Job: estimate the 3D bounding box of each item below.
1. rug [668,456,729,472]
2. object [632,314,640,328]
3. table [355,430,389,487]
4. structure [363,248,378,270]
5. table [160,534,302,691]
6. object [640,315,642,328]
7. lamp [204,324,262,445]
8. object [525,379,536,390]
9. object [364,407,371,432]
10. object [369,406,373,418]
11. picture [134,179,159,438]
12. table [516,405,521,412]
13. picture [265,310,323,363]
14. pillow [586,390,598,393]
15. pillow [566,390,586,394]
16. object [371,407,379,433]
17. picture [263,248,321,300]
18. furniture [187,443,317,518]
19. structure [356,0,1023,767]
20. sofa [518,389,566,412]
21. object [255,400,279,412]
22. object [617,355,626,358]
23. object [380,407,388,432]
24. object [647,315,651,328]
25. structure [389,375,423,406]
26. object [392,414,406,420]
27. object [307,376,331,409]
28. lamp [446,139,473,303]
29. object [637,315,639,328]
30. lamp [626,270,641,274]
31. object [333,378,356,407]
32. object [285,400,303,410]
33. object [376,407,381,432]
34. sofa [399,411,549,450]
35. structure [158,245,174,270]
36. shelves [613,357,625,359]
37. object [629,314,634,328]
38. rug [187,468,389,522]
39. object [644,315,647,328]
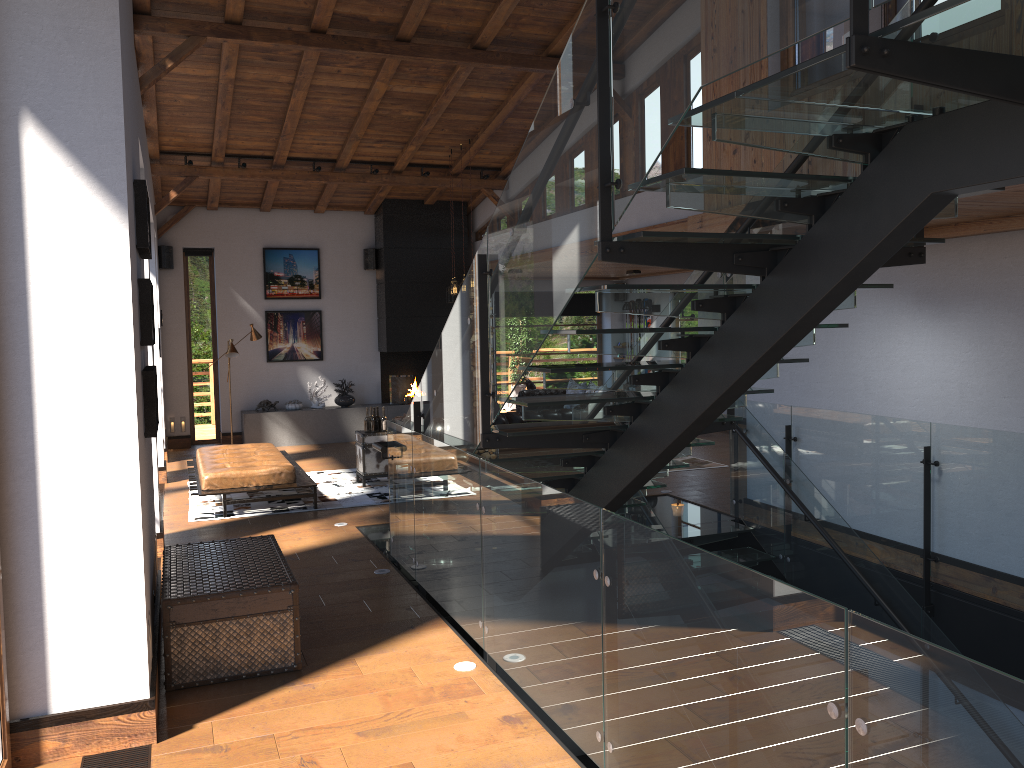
[{"bbox_3d":[0.852,0.933,12.361,2.452,0.053,4.014,-3,4,-20],"label":"rug"},{"bbox_3d":[2.358,-0.806,16.831,0.257,1.621,0.103,-3,3,-25],"label":"object"},{"bbox_3d":[-1.566,0.847,10.219,0.409,0.609,0.414,-2,4,-21],"label":"table"},{"bbox_3d":[-2.317,-2.041,14.522,0.215,0.349,0.212,-2,4,-21],"label":"structure"},{"bbox_3d":[-1.646,1.260,5.116,0.690,0.469,1.245,-3,4,-21],"label":"table"},{"bbox_3d":[2.404,-0.934,16.641,0.060,1.249,0.119,-4,4,-39],"label":"object"},{"bbox_3d":[-4.006,0.082,12.792,0.527,1.897,1.323,-1,3,0],"label":"lamp"},{"bbox_3d":[0.309,0.078,14.324,0.148,0.318,0.250,0,4,20],"label":"object"},{"bbox_3d":[-1.653,0.409,10.153,0.088,0.286,0.087,-2,3,-9],"label":"object"},{"bbox_3d":[-1.627,0.401,10.268,0.088,0.286,0.087,-2,3,-11],"label":"object"},{"bbox_3d":[-2.005,-0.400,4.870,0.060,1.311,0.768,-2,3,-21],"label":"picture"},{"bbox_3d":[0.320,0.532,14.374,0.409,0.609,0.414,-2,4,-21],"label":"table"},{"bbox_3d":[-3.484,-0.766,14.192,0.887,0.815,0.035,-3,3,-22],"label":"picture"},{"bbox_3d":[1.201,0.190,12.830,0.285,0.468,0.525,-2,4,-18],"label":"pillow"},{"bbox_3d":[0.960,0.153,13.459,0.285,0.468,0.525,-2,4,-18],"label":"pillow"},{"bbox_3d":[-1.568,0.410,10.117,0.087,0.286,0.088,0,3,18],"label":"object"},{"bbox_3d":[-3.506,-1.758,14.139,0.887,0.815,0.035,-3,3,-22],"label":"picture"},{"bbox_3d":[-2.969,0.985,9.856,1.185,0.436,2.738,-3,4,-21],"label":"furniture"},{"bbox_3d":[-0.606,1.242,2.747,9.289,6.393,10.941,-3,4,-21],"label":"structure"},{"bbox_3d":[1.092,0.492,13.010,1.250,0.837,2.546,-3,4,-22],"label":"sofa"},{"bbox_3d":[-3.811,0.333,13.821,0.402,0.182,0.228,0,4,22],"label":"object"},{"bbox_3d":[2.188,-0.569,17.521,0.187,0.084,0.354,0,4,15],"label":"object"},{"bbox_3d":[-1.470,0.405,10.152,0.089,0.286,0.086,-4,4,-44],"label":"object"},{"bbox_3d":[2.566,-0.767,16.419,0.116,1.605,0.094,-2,3,-21],"label":"object"},{"bbox_3d":[-1.511,0.099,14.612,0.991,0.514,0.182,-3,3,-22],"label":"structure"},{"bbox_3d":[-1.768,0.694,14.038,0.383,0.431,0.385,-1,3,5],"label":"object"},{"bbox_3d":[-3.079,0.136,14.033,0.422,0.532,0.262,1,4,37],"label":"object"},{"bbox_3d":[-0.732,-2.223,12.162,0.264,2.200,0.795,-3,4,-30],"label":"lamp"},{"bbox_3d":[2.338,-0.931,16.630,0.120,1.249,0.059,0,3,25],"label":"object"},{"bbox_3d":[2.085,-1.925,15.206,0.156,0.068,0.259,-3,4,-21],"label":"lamp"},{"bbox_3d":[-2.694,0.140,14.258,0.341,0.454,0.334,-1,3,4],"label":"object"},{"bbox_3d":[-3.447,0.327,13.988,0.283,0.160,0.257,-2,4,-19],"label":"object"},{"bbox_3d":[-1.547,0.403,10.213,0.088,0.286,0.086,-4,4,-43],"label":"object"},{"bbox_3d":[0.045,0.693,10.309,2.588,0.837,1.230,-3,4,-22],"label":"sofa"},{"bbox_3d":[-5.217,-1.905,13.358,0.215,0.349,0.212,-2,4,-21],"label":"structure"},{"bbox_3d":[3.293,-0.082,14.611,0.617,0.988,6.593,-2,4,-20],"label":"shelves"},{"bbox_3d":[2.328,-0.803,17.039,0.116,1.605,0.094,-2,3,-21],"label":"object"},{"bbox_3d":[-1.682,1.130,10.167,3.840,0.053,2.413,-3,4,-21],"label":"rug"},{"bbox_3d":[2.535,-0.798,16.653,0.112,1.621,0.072,-2,3,-22],"label":"object"}]
